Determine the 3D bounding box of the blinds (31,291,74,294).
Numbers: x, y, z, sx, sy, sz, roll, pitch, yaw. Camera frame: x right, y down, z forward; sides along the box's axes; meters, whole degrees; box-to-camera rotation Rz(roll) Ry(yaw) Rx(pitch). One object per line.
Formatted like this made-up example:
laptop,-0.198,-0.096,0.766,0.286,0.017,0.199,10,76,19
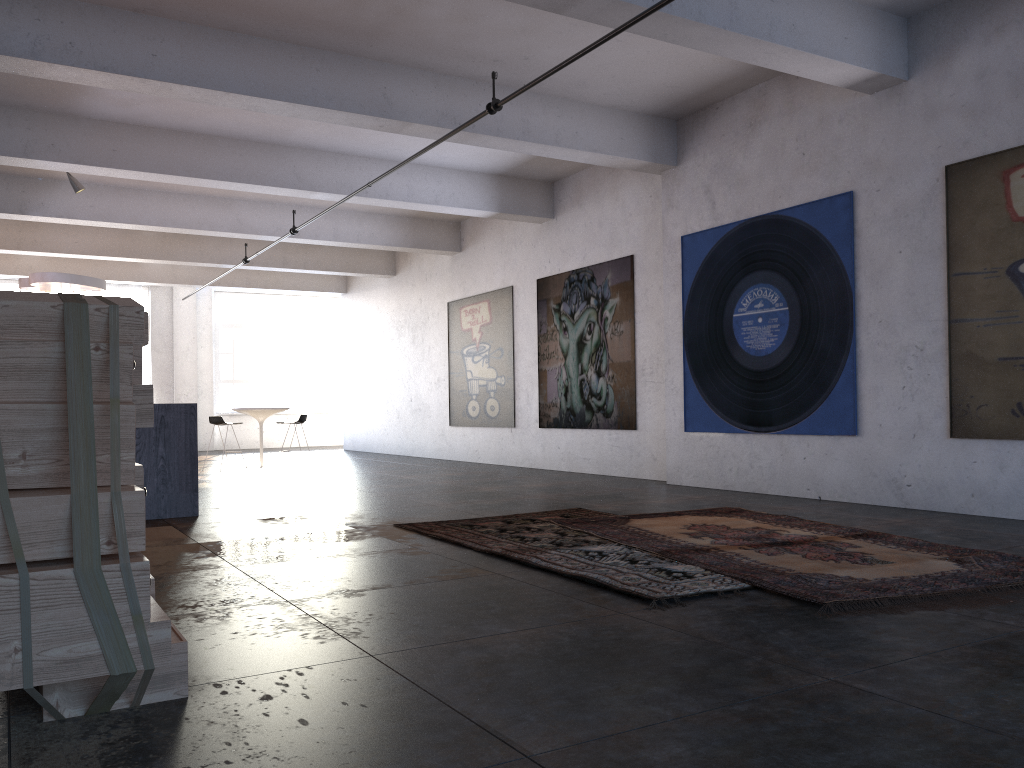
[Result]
blinds,-9.737,-0.599,18.913,1.056,3.697,0.332,-1,0,-34

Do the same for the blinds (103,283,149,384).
blinds,-8.545,-0.606,19.638,1.049,3.750,0.336,-1,0,-33

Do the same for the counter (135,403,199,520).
counter,-4.798,0.754,10.076,1.163,0.971,6.533,0,-2,-30

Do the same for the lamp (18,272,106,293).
lamp,-6.345,-1.402,12.309,1.068,0.130,1.019,-1,-2,16

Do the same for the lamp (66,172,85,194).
lamp,-5.445,-2.523,11.052,0.129,0.287,0.226,-1,-1,43

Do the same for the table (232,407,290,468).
table,-4.005,0.856,14.148,0.844,0.951,0.814,-1,-1,-30

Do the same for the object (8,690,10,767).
object,-4.139,1.287,6.998,20.113,0.001,26.703,0,-2,-30

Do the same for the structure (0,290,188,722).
structure,-1.600,0.339,3.197,0.650,1.315,1.878,-1,-1,-30

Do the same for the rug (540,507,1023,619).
rug,1.588,0.972,5.412,1.903,0.048,3.473,0,-2,-21

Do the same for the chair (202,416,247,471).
chair,-4.391,0.935,13.545,0.454,0.895,0.515,-1,-1,37
